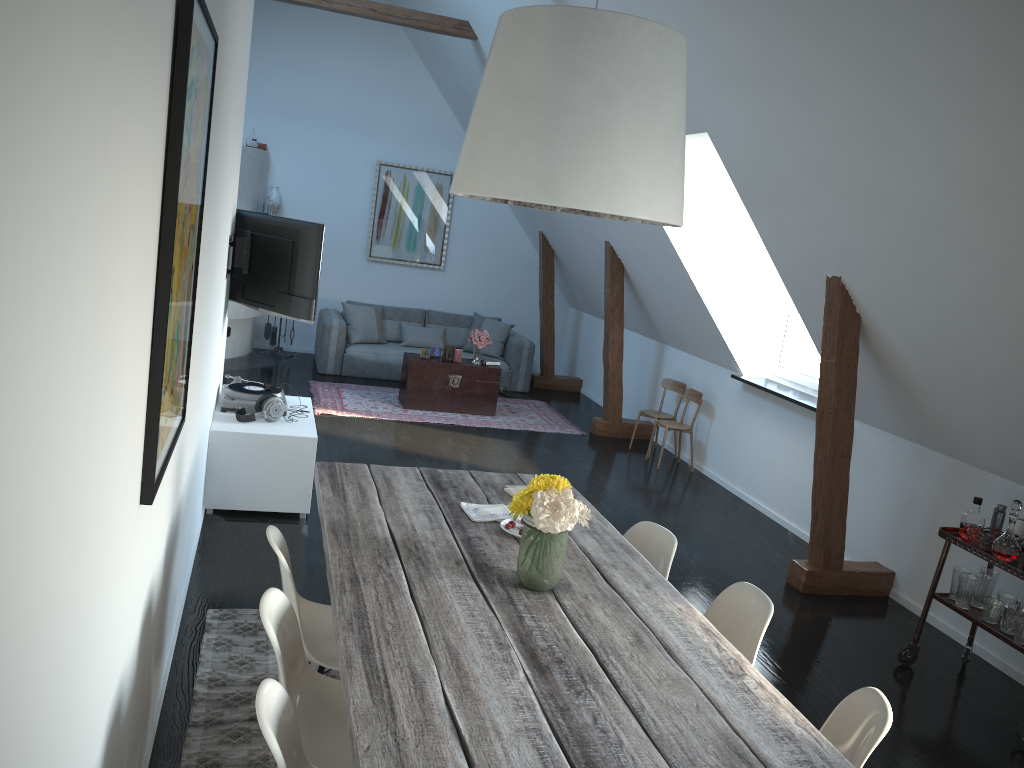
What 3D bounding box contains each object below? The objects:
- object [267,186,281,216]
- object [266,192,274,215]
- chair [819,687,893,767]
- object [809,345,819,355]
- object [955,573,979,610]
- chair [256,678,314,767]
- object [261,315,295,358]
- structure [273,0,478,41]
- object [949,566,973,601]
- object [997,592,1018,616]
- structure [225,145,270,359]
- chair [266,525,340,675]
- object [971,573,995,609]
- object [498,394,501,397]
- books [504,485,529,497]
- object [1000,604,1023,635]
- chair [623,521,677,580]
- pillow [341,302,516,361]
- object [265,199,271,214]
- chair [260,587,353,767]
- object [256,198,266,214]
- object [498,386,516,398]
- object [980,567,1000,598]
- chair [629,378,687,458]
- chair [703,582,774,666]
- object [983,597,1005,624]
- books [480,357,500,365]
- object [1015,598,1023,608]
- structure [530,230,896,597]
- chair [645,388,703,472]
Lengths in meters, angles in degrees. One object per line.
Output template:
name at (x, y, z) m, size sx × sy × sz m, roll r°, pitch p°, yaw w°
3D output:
object at (-2.766, -2.107, 10.296) m, size 0.165 × 0.368 × 0.165 m, roll -1°, pitch 14°, yaw -43°
object at (-2.763, -2.052, 10.118) m, size 0.081 × 0.258 × 0.150 m, roll 11°, pitch 11°, yaw 17°
chair at (0.674, 1.183, 2.445) m, size 0.542 × 0.801 × 0.465 m, roll 10°, pitch 10°, yaw 10°
object at (2.184, -0.068, 6.176) m, size 0.309 × 0.461 × 0.131 m, roll 9°, pitch 10°, yaw 2°
object at (2.175, 0.997, 4.251) m, size 0.087 × 0.155 × 0.087 m, roll -1°, pitch 14°, yaw -43°
chair at (-0.354, 1.101, 2.072) m, size 0.542 × 0.801 × 0.465 m, roll 6°, pitch 10°, yaw -15°
object at (-2.683, -0.945, 10.373) m, size 0.376 × 1.245 × 0.376 m, roll 1°, pitch 12°, yaw -35°
structure at (-2.669, -3.153, 4.698) m, size 10.230 × 3.562 × 15.910 m, roll 6°, pitch 10°, yaw -11°
object at (2.193, 0.982, 4.348) m, size 0.087 × 0.155 × 0.087 m, roll -1°, pitch 14°, yaw -43°
object at (2.354, 1.056, 4.228) m, size 0.092 × 0.099 × 0.092 m, roll 0°, pitch 13°, yaw -38°
structure at (-4.094, -2.817, 9.816) m, size 3.058 × 4.752 × 3.049 m, roll 7°, pitch 10°, yaw -7°
chair at (-0.596, 0.894, 3.030) m, size 0.542 × 0.801 × 0.465 m, roll 5°, pitch 11°, yaw -20°
object at (2.271, 1.003, 4.292) m, size 0.087 × 0.155 × 0.087 m, roll -1°, pitch 14°, yaw -43°
object at (-0.206, 0.072, 9.966) m, size 0.101 × 0.090 × 0.277 m, roll 3°, pitch 11°, yaw -27°
books at (0.113, 0.464, 3.698) m, size 0.202 × 0.042 × 0.251 m, roll 3°, pitch 11°, yaw -28°
object at (2.266, 1.070, 4.019) m, size 0.095 × 0.119 × 0.095 m, roll 15°, pitch 12°, yaw 35°
chair at (0.314, 0.949, 3.460) m, size 0.542 × 0.801 × 0.465 m, roll 2°, pitch 12°, yaw -30°
pillow at (-0.970, -0.632, 10.342) m, size 2.075 × 0.515 × 0.444 m, roll 5°, pitch 10°, yaw -16°
object at (-2.772, -1.990, 9.976) m, size 0.092 × 0.180 × 0.092 m, roll 9°, pitch 10°, yaw 7°
chair at (-0.472, 1.004, 2.520) m, size 0.542 × 0.801 × 0.465 m, roll 6°, pitch 10°, yaw -10°
object at (-2.777, -1.962, 9.817) m, size 0.092 × 0.180 × 0.092 m, roll 10°, pitch 10°, yaw 12°
object at (-0.064, 0.079, 10.041) m, size 0.277 × 0.090 × 0.101 m, roll 14°, pitch 12°, yaw 30°
object at (2.349, 0.997, 4.390) m, size 0.087 × 0.155 × 0.087 m, roll -1°, pitch 14°, yaw -43°
chair at (1.357, 0.305, 8.197) m, size 0.342 × 0.696 × 0.329 m, roll 2°, pitch 12°, yaw -33°
chair at (0.531, 1.065, 2.993) m, size 0.542 × 0.801 × 0.465 m, roll 6°, pitch 10°, yaw -15°
object at (2.232, 1.057, 4.121) m, size 0.092 × 0.099 × 0.092 m, roll 0°, pitch 13°, yaw -38°
books at (-0.258, -0.234, 9.001) m, size 0.179 × 0.034 × 0.243 m, roll 0°, pitch 13°, yaw -37°
object at (2.383, 1.068, 4.125) m, size 0.095 × 0.119 × 0.095 m, roll 15°, pitch 12°, yaw 35°
structure at (2.216, 0.369, 4.995) m, size 1.023 × 1.963 × 12.350 m, roll 5°, pitch 10°, yaw -16°
chair at (1.440, 0.386, 7.810) m, size 0.342 × 0.696 × 0.329 m, roll 6°, pitch 10°, yaw -15°
